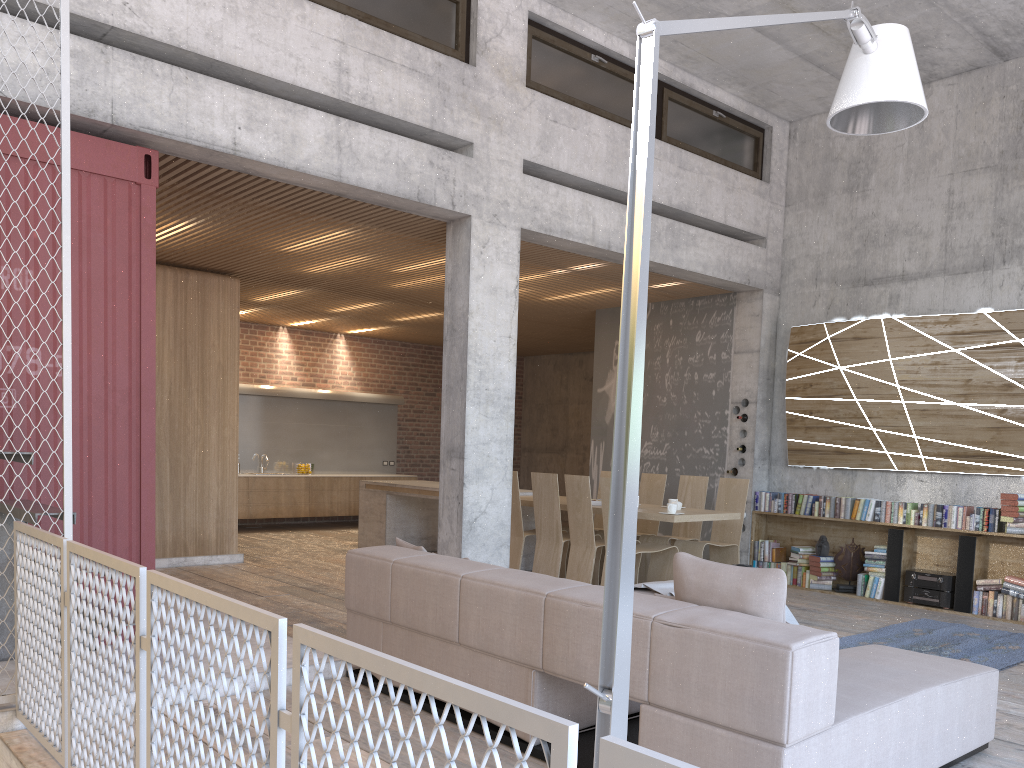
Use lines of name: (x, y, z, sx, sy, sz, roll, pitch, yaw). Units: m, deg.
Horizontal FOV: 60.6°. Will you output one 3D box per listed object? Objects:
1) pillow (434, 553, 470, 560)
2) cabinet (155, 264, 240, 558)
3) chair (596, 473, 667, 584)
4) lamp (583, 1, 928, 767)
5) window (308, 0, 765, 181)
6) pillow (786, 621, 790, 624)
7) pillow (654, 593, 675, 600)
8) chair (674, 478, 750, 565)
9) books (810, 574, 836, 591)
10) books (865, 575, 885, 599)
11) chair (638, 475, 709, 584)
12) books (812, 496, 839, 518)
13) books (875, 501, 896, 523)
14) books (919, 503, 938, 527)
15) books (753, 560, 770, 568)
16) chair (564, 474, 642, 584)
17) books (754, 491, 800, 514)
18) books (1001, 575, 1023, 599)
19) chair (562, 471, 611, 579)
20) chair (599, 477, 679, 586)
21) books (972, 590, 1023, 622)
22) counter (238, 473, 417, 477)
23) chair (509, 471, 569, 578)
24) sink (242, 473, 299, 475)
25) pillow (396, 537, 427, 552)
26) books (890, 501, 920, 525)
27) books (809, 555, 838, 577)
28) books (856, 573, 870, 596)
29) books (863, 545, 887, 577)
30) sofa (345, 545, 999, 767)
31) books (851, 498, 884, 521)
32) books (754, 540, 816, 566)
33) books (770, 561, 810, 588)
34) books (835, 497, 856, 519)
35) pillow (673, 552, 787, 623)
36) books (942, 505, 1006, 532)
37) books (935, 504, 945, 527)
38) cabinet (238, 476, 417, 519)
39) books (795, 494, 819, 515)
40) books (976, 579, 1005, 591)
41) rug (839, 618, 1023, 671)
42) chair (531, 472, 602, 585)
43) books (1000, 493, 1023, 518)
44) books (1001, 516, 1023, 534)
pillow: (-0.308, 1.166, 5.114, 0.186, 0.361, 0.369, -1, 2, -42)
cabinet: (-4.866, 0.369, 10.833, 1.516, 3.148, 3.740, -1, 1, -41)
chair: (1.272, 1.557, 9.418, 0.721, 1.203, 0.346, 0, 4, -41)
lamp: (0.907, 0.000, 3.464, 0.751, 3.448, 2.626, 5, 3, 36)
window: (-0.403, -2.790, 6.865, 8.451, 0.612, 0.112, 5, 1, -41)
pillow: (1.144, 1.137, 3.543, 0.151, 0.379, 0.367, 1, 0, -8)
pillow: (0.835, 1.134, 4.002, 0.375, 0.375, 0.168, 2, 3, 22)
chair: (1.964, 1.529, 8.683, 0.721, 1.203, 0.346, 0, 4, -41)
books: (3.309, 2.114, 9.364, 0.261, 0.152, 0.247, 2, -2, 5)
books: (3.732, 2.066, 8.935, 0.189, 0.230, 0.198, 1, 1, -41)
chair: (1.667, 1.548, 9.093, 0.346, 1.203, 0.721, 6, 4, 44)
books: (3.366, 1.302, 9.324, 0.209, 0.222, 0.277, 1, 0, -43)
books: (3.764, 1.287, 8.833, 0.154, 0.222, 0.155, 0, 2, -41)
books: (4.088, 1.278, 8.541, 0.205, 0.222, 0.154, 1, 2, -41)
books: (2.834, 2.109, 9.942, 0.205, 0.222, 0.272, 1, 0, -41)
chair: (0.866, 1.471, 8.389, 0.722, 1.203, 0.346, 0, 4, -36)
books: (2.966, 1.320, 9.771, 0.215, 0.221, 0.488, 2, -2, -41)
books: (4.566, 1.835, 7.897, 0.154, 0.193, 0.243, 1, 0, -41)
chair: (0.892, 1.567, 9.756, 0.346, 1.203, 0.721, 6, 4, 43)
chair: (1.153, 1.451, 7.970, 0.722, 1.203, 0.346, 0, 4, -38)
books: (4.532, 2.028, 8.060, 0.242, 0.239, 0.492, 2, -2, -41)
counter: (-3.377, 1.454, 14.022, 4.085, 0.020, 0.651, 5, -5, -41)
chair: (0.215, 1.502, 9.161, 0.722, 1.203, 0.346, 0, 4, -36)
sink: (-3.761, 1.492, 13.650, 0.731, 0.192, 0.521, 5, -4, -41)
pillow: (-0.582, 1.140, 5.391, 0.187, 0.369, 0.360, 0, 2, -36)
books: (3.909, 1.282, 8.673, 0.170, 0.222, 0.275, 1, 0, -40)
books: (3.317, 1.937, 9.338, 0.246, 0.212, 0.188, 2, 1, -20)
books: (3.641, 2.072, 9.061, 0.205, 0.222, 0.074, 1, 3, -41)
books: (3.749, 1.801, 8.946, 0.218, 0.325, 0.250, 0, 2, -39)
sofa: (1.097, 1.436, 5.157, 3.016, 0.789, 2.988, 5, -5, -41)
books: (3.634, 1.286, 8.983, 0.189, 0.230, 0.248, 1, 1, -41)
books: (3.045, 1.881, 9.731, 0.301, 0.263, 0.714, 2, -3, -37)
books: (3.110, 2.091, 9.673, 0.242, 0.239, 0.492, 2, -2, -41)
books: (3.490, 1.293, 9.145, 0.189, 0.222, 0.155, 1, 2, -41)
pillow: (0.930, 1.015, 3.731, 0.221, 0.561, 0.561, -1, 2, -39)
books: (4.328, 1.261, 8.229, 0.215, 0.221, 0.488, 2, -2, -41)
books: (4.152, 1.273, 8.458, 0.189, 0.222, 0.054, 1, 4, -41)
cabinet: (-3.504, 1.088, 14.151, 4.122, 2.086, 1.069, 4, 1, -41)
books: (3.210, 1.309, 9.514, 0.189, 0.230, 0.198, 1, 1, -41)
books: (4.453, 1.857, 8.116, 0.192, 0.140, 0.233, 3, -2, -40)
rug: (2.992, 1.989, 6.497, 2.923, 0.049, 1.158, 5, -5, -41)
chair: (0.544, 1.487, 8.778, 0.721, 1.203, 0.346, 0, 4, -44)
books: (4.561, 1.094, 7.896, 0.246, 0.212, 0.188, 2, 1, -20)
books: (4.567, 1.274, 7.907, 0.284, 0.151, 0.221, 2, -1, 6)
